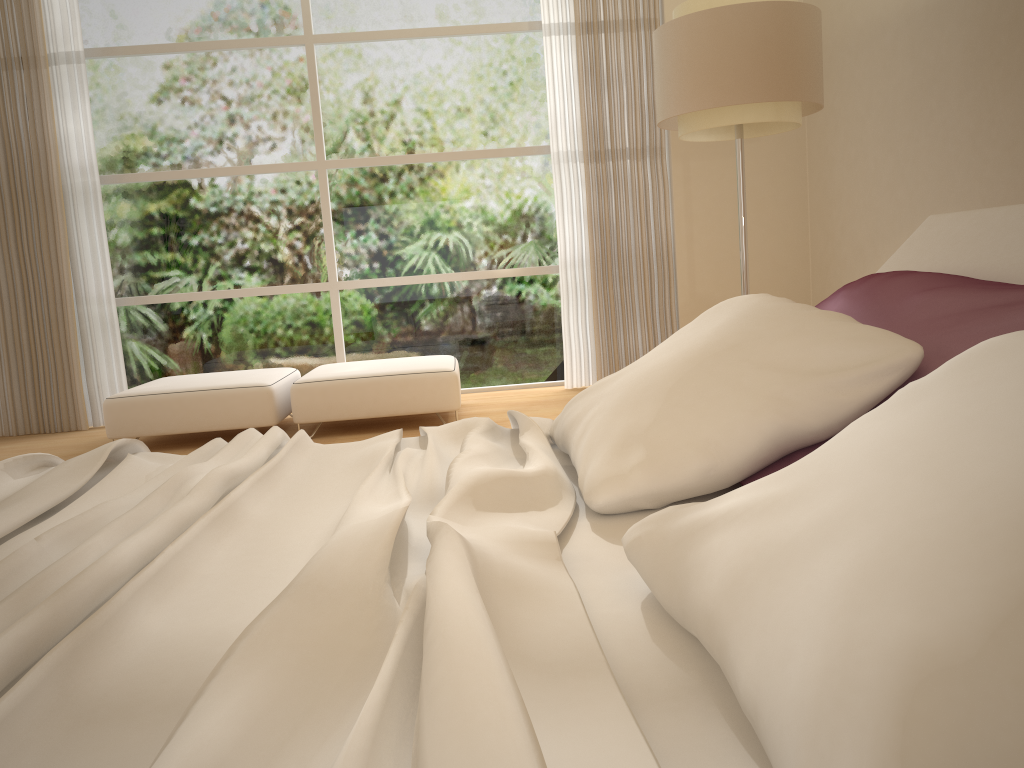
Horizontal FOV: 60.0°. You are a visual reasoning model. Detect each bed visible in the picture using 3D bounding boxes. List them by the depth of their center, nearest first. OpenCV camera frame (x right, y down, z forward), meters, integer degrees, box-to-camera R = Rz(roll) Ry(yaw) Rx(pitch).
[{"bbox_3d":[-0.333,0.454,1.252,2.535,0.570,2.599,-5,7,-3],"label":"bed"}]

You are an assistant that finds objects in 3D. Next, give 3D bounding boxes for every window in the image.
[{"bbox_3d":[-1.334,-1.532,6.216,4.781,3.371,0.071,-5,7,-3],"label":"window"}]

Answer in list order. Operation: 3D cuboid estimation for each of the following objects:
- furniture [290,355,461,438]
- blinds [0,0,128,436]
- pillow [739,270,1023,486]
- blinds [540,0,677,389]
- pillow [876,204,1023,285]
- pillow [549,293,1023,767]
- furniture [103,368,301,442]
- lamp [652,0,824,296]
[{"bbox_3d":[-0.799,0.052,5.470,0.965,0.346,0.964,-5,7,-3],"label":"furniture"},{"bbox_3d":[-3.213,-1.337,5.867,0.950,3.352,0.211,-5,7,-4],"label":"blinds"},{"bbox_3d":[0.665,0.029,1.308,0.575,0.369,1.683,-5,7,-3],"label":"pillow"},{"bbox_3d":[0.655,-1.646,6.011,0.814,3.351,0.202,-5,7,-4],"label":"blinds"},{"bbox_3d":[0.986,-0.070,1.324,0.461,0.457,1.779,-5,7,-4],"label":"pillow"},{"bbox_3d":[0.398,0.066,1.289,0.561,0.339,1.720,-5,7,-3],"label":"pillow"},{"bbox_3d":[-1.830,0.136,5.418,0.965,0.346,0.964,-5,7,-3],"label":"furniture"},{"bbox_3d":[1.120,-0.783,4.298,0.817,2.018,0.817,2,10,40],"label":"lamp"}]
